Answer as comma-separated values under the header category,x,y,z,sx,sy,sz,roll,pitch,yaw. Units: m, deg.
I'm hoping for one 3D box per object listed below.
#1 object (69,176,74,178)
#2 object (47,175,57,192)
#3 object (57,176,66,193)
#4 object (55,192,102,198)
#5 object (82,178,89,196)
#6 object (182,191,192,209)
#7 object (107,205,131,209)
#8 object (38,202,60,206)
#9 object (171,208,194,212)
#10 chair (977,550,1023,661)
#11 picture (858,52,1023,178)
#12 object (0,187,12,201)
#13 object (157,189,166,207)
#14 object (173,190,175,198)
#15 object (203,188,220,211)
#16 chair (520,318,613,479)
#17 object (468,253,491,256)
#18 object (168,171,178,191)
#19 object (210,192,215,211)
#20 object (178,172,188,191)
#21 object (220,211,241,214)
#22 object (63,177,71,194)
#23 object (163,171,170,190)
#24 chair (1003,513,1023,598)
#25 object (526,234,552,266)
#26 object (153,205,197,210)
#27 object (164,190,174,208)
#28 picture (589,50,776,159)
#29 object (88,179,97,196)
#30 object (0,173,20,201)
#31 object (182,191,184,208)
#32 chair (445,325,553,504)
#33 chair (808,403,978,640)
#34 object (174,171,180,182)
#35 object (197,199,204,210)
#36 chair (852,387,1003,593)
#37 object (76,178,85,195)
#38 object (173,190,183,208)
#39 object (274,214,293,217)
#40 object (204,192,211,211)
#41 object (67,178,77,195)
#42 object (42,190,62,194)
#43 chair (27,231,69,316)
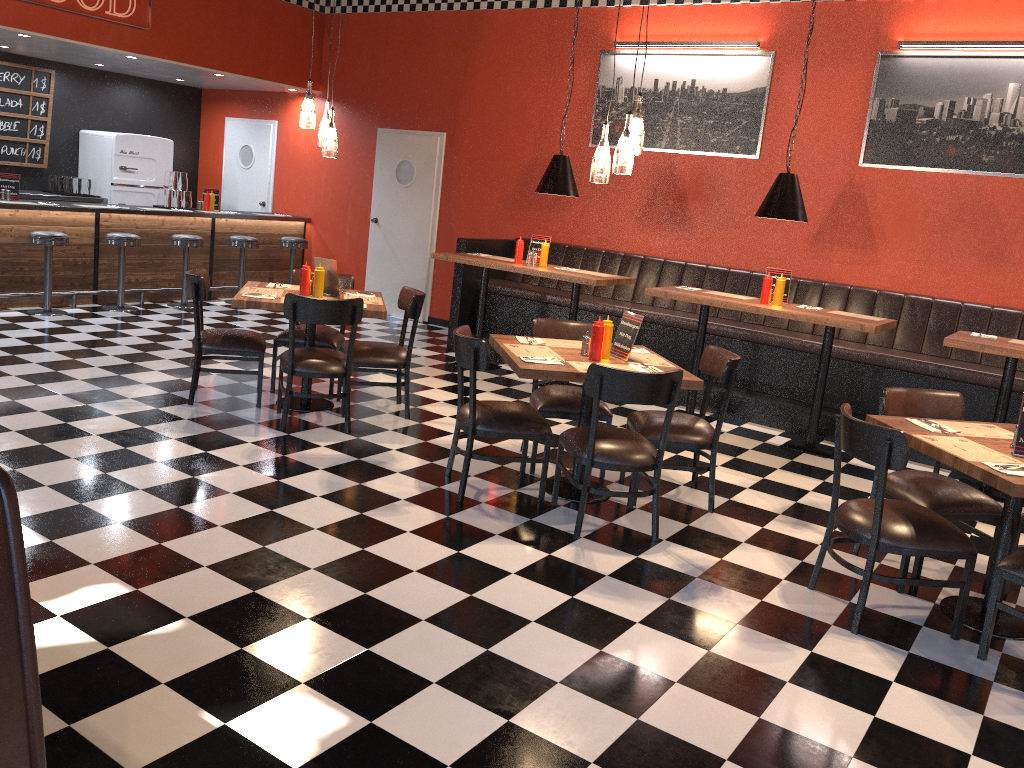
category,x,y,z,sx,sy,sz,roll,pitch,yaw
object,-5.414,-2.451,10.921,0.105,0.207,0.106,4,11,-11
object,-5.542,-2.412,10.676,0.105,0.207,0.106,4,11,-11
object,-5.419,-2.397,10.671,0.105,0.207,0.106,4,11,-11
object,-5.194,-2.263,10.616,0.274,0.018,0.438,14,15,32
object,-5.147,-2.377,10.715,0.105,0.207,0.106,4,11,-11
object,-3.762,-2.129,10.268,0.105,0.207,0.106,4,11,-12
object,-4.151,-1.866,9.322,0.256,0.019,0.158,14,15,33
object,-4.544,-1.770,8.684,0.157,0.019,0.257,-4,16,-40
object,-3.722,-1.958,9.958,0.256,0.019,0.158,13,14,28
chair,2.223,0.722,3.358,0.486,0.861,0.549,-1,13,-33
picture,3.720,-2.120,6.964,1.778,0.933,0.023,14,12,33
object,-4.873,-1.831,8.528,0.093,0.135,0.047,5,10,-7
object,-4.006,-2.127,10.137,0.105,0.207,0.106,4,11,-12
object,-3.931,-2.138,10.225,0.105,0.207,0.106,4,11,-11
object,-3.610,-2.213,10.626,0.188,0.255,0.073,2,11,-21
chair,0.340,0.066,5.417,0.486,0.861,0.549,5,11,-9
object,-0.313,-1.207,8.234,0.158,0.019,0.256,13,14,29
object,-3.856,-2.314,10.094,0.105,0.207,0.106,4,11,-12
object,-3.561,-2.170,10.497,0.068,0.236,0.068,7,10,2
object,-3.780,-2.326,10.185,0.105,0.207,0.106,4,11,-12
object,-3.360,-2.044,10.535,0.256,0.019,0.158,13,14,28
object,-5.274,-2.349,10.525,0.105,0.207,0.106,4,11,-11
object,-3.933,-2.333,10.140,0.105,0.207,0.106,4,11,-12
chair,2.651,0.635,3.973,0.544,0.861,0.490,3,11,-19
object,0.239,-1.196,7.904,0.189,0.255,0.072,11,11,24
object,-3.888,-2.036,10.234,0.274,0.018,0.438,14,15,32
object,-3.907,-2.105,10.087,0.105,0.207,0.106,4,11,-12
picture,1.555,-2.671,8.398,1.778,0.933,0.023,14,12,33
object,-5.049,-2.354,10.658,0.105,0.207,0.106,4,11,-11
object,-4.896,-1.917,8.618,0.188,0.255,0.073,2,11,-21
object,-3.864,-2.152,10.323,0.105,0.207,0.106,4,11,-12
chair,-0.088,0.154,4.802,0.544,0.861,0.490,4,11,-14
chair,1.612,0.566,3.770,0.544,0.861,0.490,5,11,-8
object,-3.875,-2.348,10.241,0.105,0.207,0.106,4,11,-12
object,-3.671,-2.120,10.455,0.047,0.135,0.094,12,12,28
chair,2.041,0.492,4.323,0.486,0.861,0.549,3,11,-17
object,-5.164,-2.349,10.582,0.105,0.207,0.106,4,11,-11
object,-3.837,-2.116,10.172,0.105,0.207,0.106,4,11,-11
object,-2.902,-2.139,11.202,0.256,0.019,0.158,18,17,42
object,-3.578,-2.152,10.407,0.068,0.236,0.068,2,11,-25
object,-5.192,-2.325,10.456,0.105,0.207,0.106,4,11,-11
object,-5.447,-2.326,10.774,0.274,0.018,0.438,14,15,32
chair,-4.391,-1.055,8.389,0.348,0.769,0.351,4,10,-12
